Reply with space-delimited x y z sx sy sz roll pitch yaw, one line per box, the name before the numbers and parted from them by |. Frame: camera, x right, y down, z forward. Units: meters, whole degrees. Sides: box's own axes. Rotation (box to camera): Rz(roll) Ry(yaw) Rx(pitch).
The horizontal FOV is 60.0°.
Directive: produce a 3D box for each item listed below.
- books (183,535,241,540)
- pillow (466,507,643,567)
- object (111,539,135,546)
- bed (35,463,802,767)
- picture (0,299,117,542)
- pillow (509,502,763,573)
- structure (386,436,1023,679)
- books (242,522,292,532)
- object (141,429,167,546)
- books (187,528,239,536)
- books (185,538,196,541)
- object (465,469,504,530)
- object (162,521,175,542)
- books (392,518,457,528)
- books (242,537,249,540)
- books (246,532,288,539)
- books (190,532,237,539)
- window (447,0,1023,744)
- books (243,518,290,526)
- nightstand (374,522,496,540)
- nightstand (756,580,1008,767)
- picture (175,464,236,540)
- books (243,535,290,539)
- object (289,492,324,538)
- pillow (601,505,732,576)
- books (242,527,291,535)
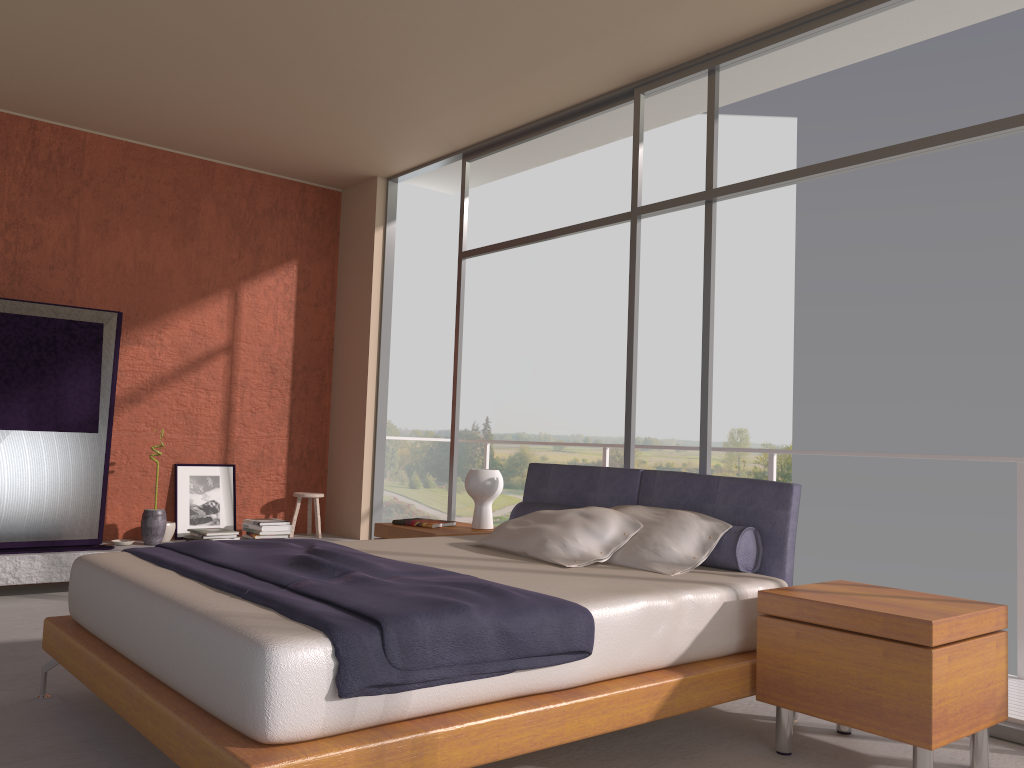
books | -2.163 1.108 6.395 0.328 0.018 0.247 -1 -5 35
pillow | 0.172 0.680 4.023 0.431 0.264 0.869 5 -5 -32
object | -2.660 1.091 6.061 0.152 0.040 0.152 2 -4 -5
bed | -0.286 0.808 3.544 2.462 0.959 2.017 5 -5 -40
picture | -3.096 0.226 5.539 1.129 1.496 0.126 5 -5 -40
pillow | 0.522 0.705 4.204 0.205 0.201 1.470 5 -5 -40
structure | 1.680 0.833 4.338 0.728 1.005 7.689 5 -5 -40
books | -1.830 1.064 6.627 0.247 0.038 0.319 6 -5 -42
object | -2.472 0.711 6.160 0.165 0.810 0.165 3 -4 -16
books | -2.153 1.065 6.392 0.247 0.018 0.328 6 -5 -43
books | -2.168 1.130 6.379 0.247 0.025 0.287 6 -5 -43
object | -0.164 0.662 5.111 0.224 0.338 0.224 4 -4 -28
object | -2.504 1.059 6.341 0.179 0.137 0.180 4 -4 -27
books | -0.512 0.814 5.198 0.287 0.025 0.247 0 -5 31
books | -1.834 1.163 6.620 0.247 0.018 0.328 5 -5 -38
books | -1.823 1.123 6.606 0.247 0.025 0.287 4 -4 -29
books | -2.150 1.086 6.387 0.247 0.025 0.287 5 -5 -37
window | 1.533 -0.182 4.001 0.075 3.133 6.106 5 -5 -40
books | -1.833 1.033 6.634 0.247 0.025 0.287 5 -5 -40
nightstand | -0.403 1.106 5.132 0.562 0.556 0.628 5 -5 -40
nightstand | 1.287 1.030 3.105 0.562 0.556 0.628 5 -5 -40
picture | -2.296 0.878 6.654 0.458 0.550 0.117 5 -5 -40
books | -1.837 1.145 6.626 0.247 0.018 0.287 5 -5 -40
object | -1.601 1.037 7.001 0.260 0.349 0.257 1 -4 20
pillow | 0.543 0.673 3.867 0.400 0.265 0.791 5 -5 -37
books | -1.832 1.097 6.625 0.247 0.027 0.328 5 -5 -38
